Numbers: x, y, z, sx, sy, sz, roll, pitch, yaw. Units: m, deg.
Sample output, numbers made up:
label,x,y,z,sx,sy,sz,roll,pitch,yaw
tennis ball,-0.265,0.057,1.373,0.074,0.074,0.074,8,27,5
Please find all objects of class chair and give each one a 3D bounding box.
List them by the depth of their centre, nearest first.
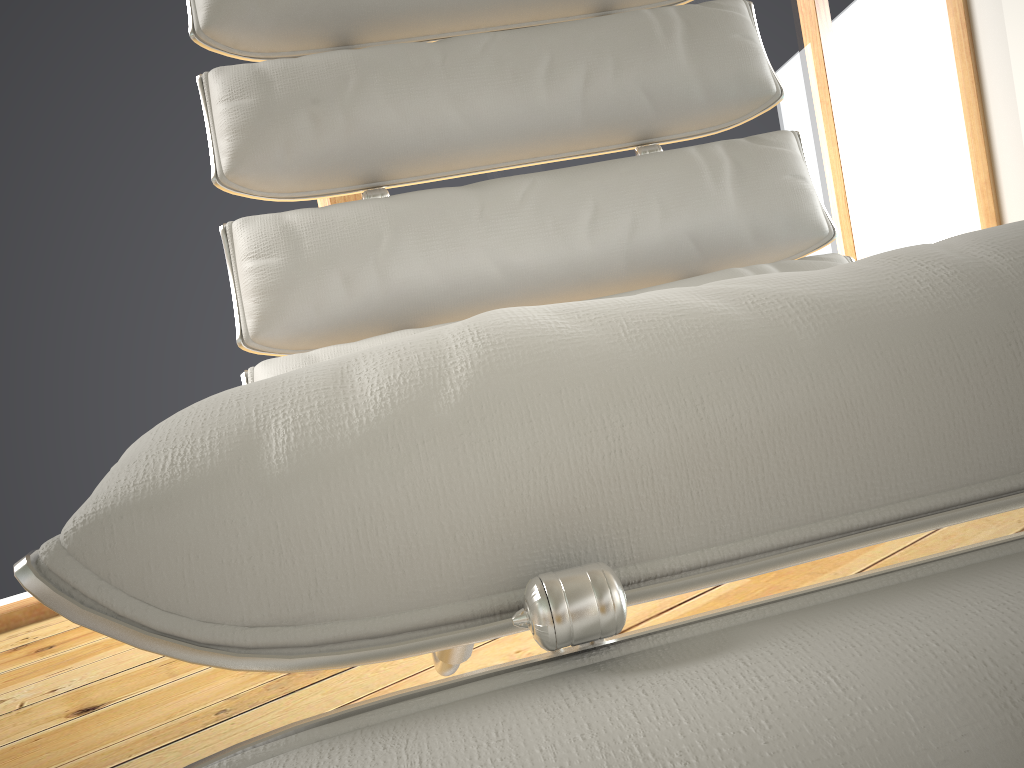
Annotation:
label,x,y,z,sx,sy,sz,roll,pitch,yaw
chair,0.059,-0.153,0.615,0.570,0.967,0.915,-11,4,-9
